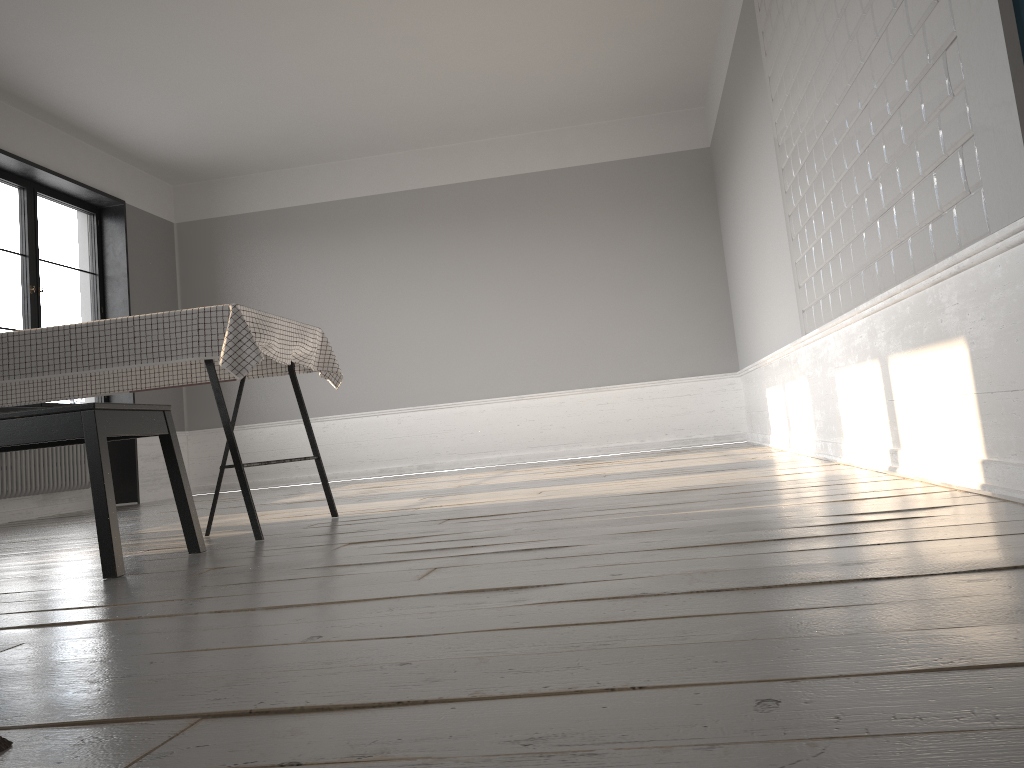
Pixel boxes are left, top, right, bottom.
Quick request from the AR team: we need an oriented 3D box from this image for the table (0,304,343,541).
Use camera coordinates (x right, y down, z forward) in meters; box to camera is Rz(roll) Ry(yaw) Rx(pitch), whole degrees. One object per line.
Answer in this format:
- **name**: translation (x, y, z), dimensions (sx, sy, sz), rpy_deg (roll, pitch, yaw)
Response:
- **table**: translation (-1.739, 0.236, 3.420), dimensions (2.023, 0.790, 0.926), rpy_deg (-6, -5, 8)

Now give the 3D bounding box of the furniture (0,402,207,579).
- **furniture**: translation (-1.812, 0.366, 2.621), dimensions (1.667, 0.459, 0.463), rpy_deg (-6, -5, 8)

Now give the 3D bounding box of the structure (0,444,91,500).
- **structure**: translation (-3.556, 0.616, 6.656), dimensions (0.148, 0.431, 1.216), rpy_deg (-7, -4, 6)
